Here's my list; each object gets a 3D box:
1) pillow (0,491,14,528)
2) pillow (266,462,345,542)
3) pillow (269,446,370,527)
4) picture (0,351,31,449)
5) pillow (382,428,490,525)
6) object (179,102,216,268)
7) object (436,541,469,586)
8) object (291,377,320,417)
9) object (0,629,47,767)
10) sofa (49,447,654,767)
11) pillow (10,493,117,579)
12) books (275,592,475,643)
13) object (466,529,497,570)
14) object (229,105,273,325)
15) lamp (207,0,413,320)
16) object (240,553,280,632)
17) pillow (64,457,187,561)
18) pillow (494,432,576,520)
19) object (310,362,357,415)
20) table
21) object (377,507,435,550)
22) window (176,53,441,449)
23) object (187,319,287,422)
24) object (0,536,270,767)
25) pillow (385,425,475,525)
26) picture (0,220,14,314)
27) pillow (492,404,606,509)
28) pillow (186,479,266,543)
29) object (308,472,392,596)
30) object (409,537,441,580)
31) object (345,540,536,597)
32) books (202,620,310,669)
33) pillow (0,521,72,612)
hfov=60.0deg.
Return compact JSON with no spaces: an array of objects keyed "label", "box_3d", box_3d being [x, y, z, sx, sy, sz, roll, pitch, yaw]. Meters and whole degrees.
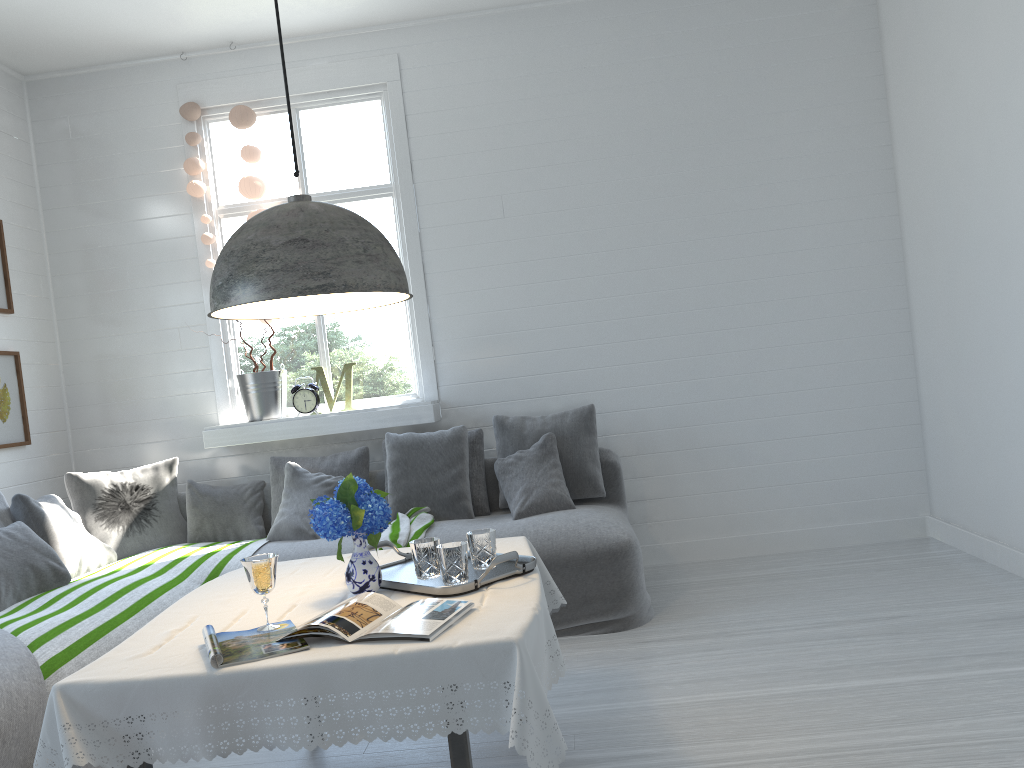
[{"label":"pillow","box_3d":[-2.530,0.817,4.240,0.279,0.561,0.638,-7,1,4]},{"label":"pillow","box_3d":[-1.205,0.687,5.171,0.380,0.463,0.416,-6,1,18]},{"label":"pillow","box_3d":[-1.175,0.677,5.429,0.639,0.522,0.278,-7,1,3]},{"label":"picture","box_3d":[-3.037,0.092,5.200,0.036,0.580,0.555,-7,1,3]},{"label":"pillow","box_3d":[-0.470,0.566,5.396,0.641,0.521,0.280,-7,1,4]},{"label":"object","box_3d":[-2.058,-1.301,5.815,0.152,1.089,0.150,-7,1,-21]},{"label":"object","box_3d":[-0.172,0.535,2.633,0.096,0.119,0.095,-6,1,28]},{"label":"object","box_3d":[-1.314,0.080,5.653,0.182,0.250,0.075,-7,1,3]},{"label":"object","box_3d":[-2.121,1.155,2.798,1.686,0.925,1.211,-6,1,44]},{"label":"sofa","box_3d":[-1.023,1.013,3.984,3.408,0.899,3.393,-7,0,3]},{"label":"pillow","box_3d":[-2.443,0.808,4.744,0.344,0.526,0.616,-7,1,2]},{"label":"books","box_3d":[-0.347,0.596,2.283,0.422,0.049,0.300,-7,0,18]},{"label":"object","box_3d":[-0.092,0.524,2.806,0.096,0.119,0.095,-6,1,28]},{"label":"object","box_3d":[-1.661,-1.097,5.750,0.200,1.427,0.196,-5,2,44]},{"label":"lamp","box_3d":[-0.714,-1.246,2.625,0.600,2.045,0.601,-7,1,-26]},{"label":"object","box_3d":[-0.653,0.550,2.336,0.098,0.192,0.098,-6,1,24]},{"label":"pillow","box_3d":[-2.276,0.762,5.359,0.395,0.561,0.638,-6,1,43]},{"label":"pillow","box_3d":[0.123,0.532,5.090,0.380,0.463,0.416,-7,1,-11]},{"label":"object","box_3d":[-1.161,0.033,5.768,0.330,0.311,0.052,-7,1,-7]},{"label":"table","box_3d":[-0.463,0.992,2.736,1.327,0.725,1.669,-7,1,5]},{"label":"object","box_3d":[-0.723,0.949,4.647,0.623,0.833,1.579,-6,1,28]},{"label":"window","box_3d":[-1.343,-0.867,5.735,1.482,2.399,0.378,-7,1,3]},{"label":"object","box_3d":[-1.599,-0.234,5.456,0.634,0.936,0.848,-8,1,-39]},{"label":"object","box_3d":[-1.948,1.195,3.882,1.044,0.473,3.163,-7,0,4]},{"label":"pillow","box_3d":[-0.492,0.552,5.251,0.509,0.573,0.296,-7,1,3]},{"label":"picture","box_3d":[-3.132,-0.716,5.180,0.036,0.580,0.555,-7,1,3]},{"label":"pillow","box_3d":[0.215,0.434,5.341,0.639,0.561,0.278,-7,1,4]},{"label":"pillow","box_3d":[-1.740,0.781,5.467,0.495,0.438,0.280,-7,1,5]},{"label":"object","box_3d":[-0.474,0.451,2.668,0.266,0.377,0.236,-7,1,5]},{"label":"object","box_3d":[-0.266,0.545,2.766,0.095,0.119,0.095,-7,1,-12]},{"label":"object","box_3d":[-0.236,0.565,2.823,0.398,0.092,0.652,-7,1,-44]},{"label":"books","box_3d":[-0.649,0.638,2.229,0.228,0.043,0.300,-7,0,-23]},{"label":"pillow","box_3d":[-2.390,0.857,4.160,0.277,0.445,0.527,-6,1,18]}]
